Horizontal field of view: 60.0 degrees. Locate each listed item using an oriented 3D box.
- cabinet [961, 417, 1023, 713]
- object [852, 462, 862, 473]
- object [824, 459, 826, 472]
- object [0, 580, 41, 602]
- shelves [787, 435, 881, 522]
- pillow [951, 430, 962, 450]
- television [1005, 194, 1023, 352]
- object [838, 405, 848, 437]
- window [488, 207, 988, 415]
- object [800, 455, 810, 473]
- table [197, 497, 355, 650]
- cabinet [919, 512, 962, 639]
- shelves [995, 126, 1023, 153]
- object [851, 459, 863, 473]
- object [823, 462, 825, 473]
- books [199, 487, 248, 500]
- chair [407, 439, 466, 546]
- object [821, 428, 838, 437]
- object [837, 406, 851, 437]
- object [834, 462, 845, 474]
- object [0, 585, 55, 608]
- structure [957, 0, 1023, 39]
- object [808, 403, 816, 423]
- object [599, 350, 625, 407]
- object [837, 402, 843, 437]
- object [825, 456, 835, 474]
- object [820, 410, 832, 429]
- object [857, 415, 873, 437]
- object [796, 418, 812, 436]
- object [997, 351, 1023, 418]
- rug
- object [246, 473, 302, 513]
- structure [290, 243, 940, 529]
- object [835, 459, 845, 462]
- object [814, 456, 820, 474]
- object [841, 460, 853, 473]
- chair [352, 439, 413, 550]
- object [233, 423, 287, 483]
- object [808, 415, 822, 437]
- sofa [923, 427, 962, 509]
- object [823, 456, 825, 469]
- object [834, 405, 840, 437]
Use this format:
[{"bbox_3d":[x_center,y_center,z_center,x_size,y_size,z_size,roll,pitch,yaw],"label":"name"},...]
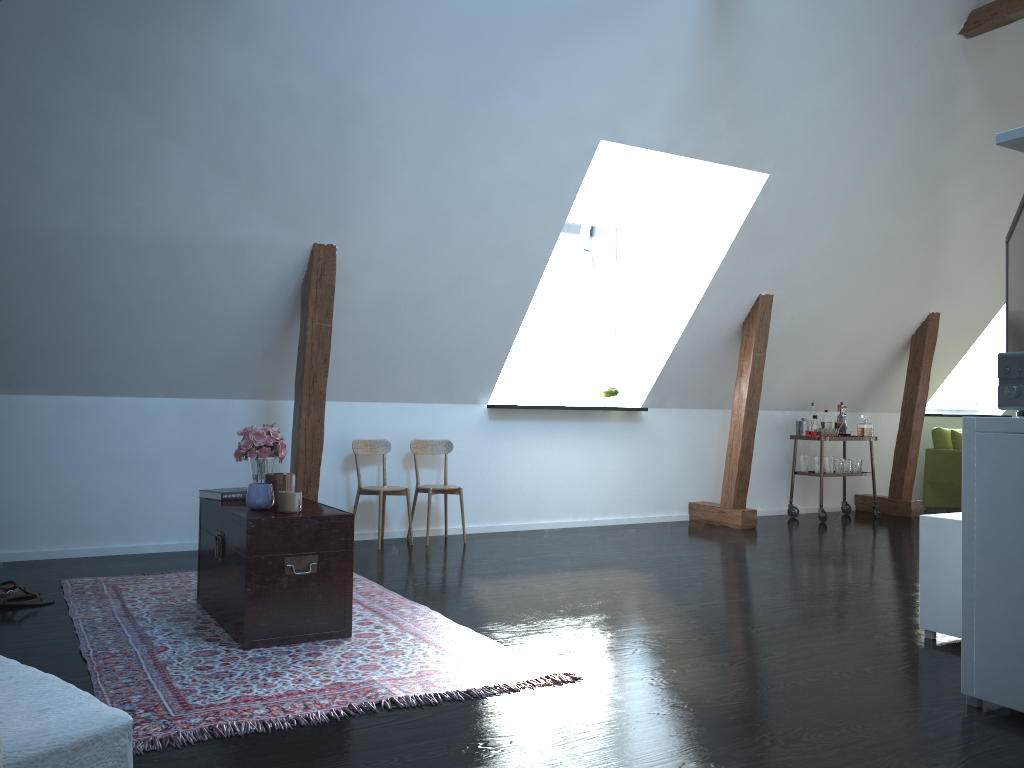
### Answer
[{"bbox_3d":[1.917,0.567,2.618,0.638,0.921,0.869,2,-2,-30],"label":"cabinet"},{"bbox_3d":[3.086,0.750,7.942,0.092,0.099,0.092,0,-2,38],"label":"object"},{"bbox_3d":[2.859,0.738,8.003,0.095,0.119,0.095,0,-2,22],"label":"object"},{"bbox_3d":[-2.304,0.949,4.097,0.101,0.090,0.277,1,-2,17],"label":"object"},{"bbox_3d":[2.888,0.833,7.953,0.803,0.732,0.438,2,-2,-34],"label":"shelves"},{"bbox_3d":[4.613,0.640,8.555,0.475,0.387,0.600,2,-2,-33],"label":"pillow"},{"bbox_3d":[2.229,-0.346,3.390,0.537,0.652,1.005,0,-2,25],"label":"television"},{"bbox_3d":[2.971,0.339,7.964,0.081,0.307,0.081,2,-2,-24],"label":"object"},{"bbox_3d":[3.361,-1.934,5.574,8.018,4.249,5.959,2,-2,-30],"label":"window"},{"bbox_3d":[2.605,0.713,7.896,0.087,0.155,0.087,0,-2,33],"label":"object"},{"bbox_3d":[-1.037,0.763,3.829,0.471,0.492,0.962,2,-2,-30],"label":"table"},{"bbox_3d":[2.311,0.814,3.723,1.069,0.507,0.623,2,-2,-30],"label":"cabinet"},{"bbox_3d":[2.212,-0.819,2.373,0.478,0.038,1.604,2,-2,-30],"label":"shelves"},{"bbox_3d":[3.130,0.744,8.044,0.095,0.119,0.095,0,-2,22],"label":"object"},{"bbox_3d":[2.766,0.745,7.949,0.092,0.099,0.092,0,-2,38],"label":"object"},{"bbox_3d":[-1.293,0.507,4.110,0.179,0.034,0.243,0,-2,38],"label":"books"},{"bbox_3d":[-0.514,0.736,6.117,0.329,0.696,0.342,2,-2,-29],"label":"chair"},{"bbox_3d":[2.792,0.438,7.837,0.151,0.092,0.245,1,-2,-1],"label":"object"},{"bbox_3d":[2.941,0.342,7.848,0.114,0.292,0.114,0,-2,32],"label":"object"},{"bbox_3d":[2.900,0.745,7.857,0.092,0.099,0.092,0,-2,38],"label":"object"},{"bbox_3d":[-2.197,0.947,3.977,0.277,0.090,0.101,2,-2,-41],"label":"object"},{"bbox_3d":[3.115,-2.719,2.378,15.910,3.562,10.230,2,-2,-24],"label":"structure"},{"bbox_3d":[2.697,0.326,7.956,0.073,0.320,0.073,2,-2,-39],"label":"object"},{"bbox_3d":[0.810,-0.044,7.151,0.131,0.461,0.309,1,-2,-11],"label":"object"},{"bbox_3d":[2.993,0.329,8.050,0.080,0.329,0.080,2,-2,-39],"label":"object"},{"bbox_3d":[2.783,0.712,7.762,0.087,0.155,0.087,0,-2,33],"label":"object"},{"bbox_3d":[2.861,0.365,8.078,0.099,0.257,0.067,2,-2,-25],"label":"object"},{"bbox_3d":[3.191,0.390,8.010,0.101,0.211,0.101,1,-2,-15],"label":"object"},{"bbox_3d":[2.597,0.393,7.887,0.135,0.182,0.052,1,-2,7],"label":"object"},{"bbox_3d":[1.889,0.006,2.815,0.496,0.211,0.435,2,-2,-30],"label":"object"},{"bbox_3d":[-1.045,1.001,3.786,1.512,0.029,2.647,2,-2,-30],"label":"rug"},{"bbox_3d":[-1.006,0.451,3.720,0.215,0.138,0.413,2,-2,-18],"label":"object"},{"bbox_3d":[1.986,0.203,7.529,12.350,1.963,1.023,2,-2,-30],"label":"structure"},{"bbox_3d":[2.974,0.741,8.044,0.095,0.119,0.095,0,-2,22],"label":"object"},{"bbox_3d":[2.684,0.710,7.754,0.087,0.155,0.087,0,-2,33],"label":"object"},{"bbox_3d":[2.991,0.738,7.916,0.095,0.119,0.095,0,-2,22],"label":"object"},{"bbox_3d":[-0.873,0.724,5.933,0.342,0.696,0.329,0,-2,43],"label":"chair"},{"bbox_3d":[-1.153,0.350,4.046,0.234,0.351,0.235,0,-2,20],"label":"object"},{"bbox_3d":[2.653,0.376,7.766,0.087,0.206,0.087,1,-2,-5],"label":"object"},{"bbox_3d":[5.225,0.860,9.020,2.093,0.825,0.898,2,-2,-31],"label":"sofa"},{"bbox_3d":[2.720,0.713,7.845,0.087,0.155,0.087,0,-2,33],"label":"object"},{"bbox_3d":[3.019,0.346,8.186,0.081,0.308,0.081,2,-2,-38],"label":"object"}]
